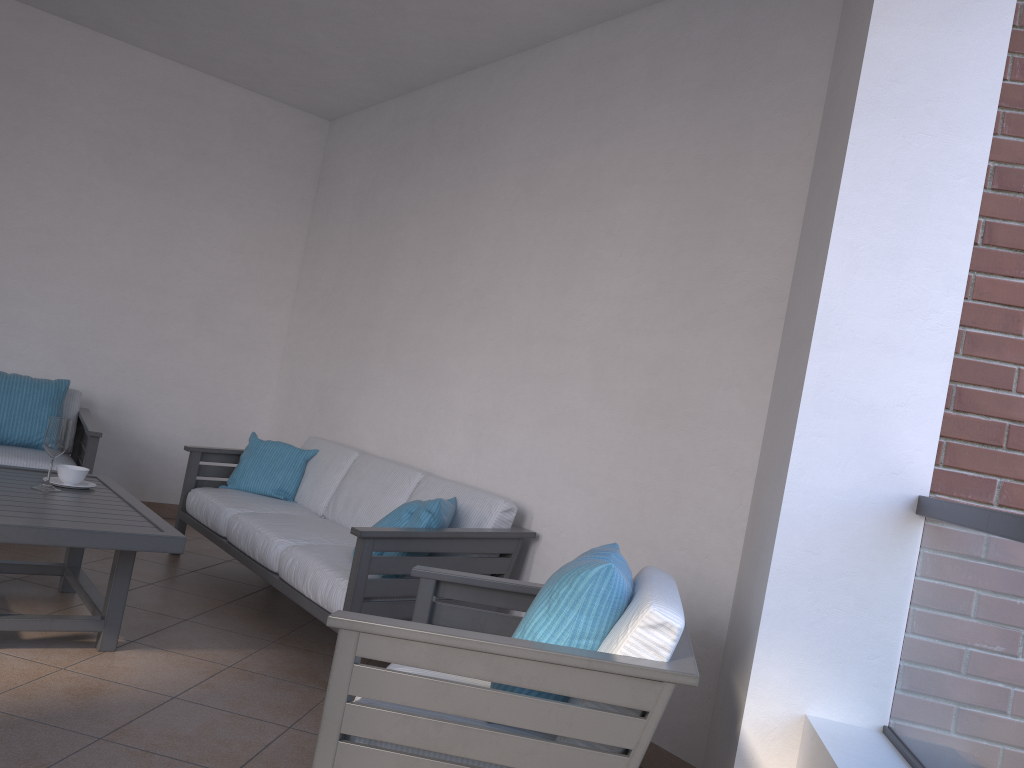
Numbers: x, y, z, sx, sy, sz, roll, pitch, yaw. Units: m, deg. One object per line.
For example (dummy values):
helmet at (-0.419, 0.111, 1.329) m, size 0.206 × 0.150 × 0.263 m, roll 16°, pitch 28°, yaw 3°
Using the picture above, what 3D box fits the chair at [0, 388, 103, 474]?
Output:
chair at (-2.758, 0.369, 4.849) m, size 0.797 × 0.765 × 0.807 m, roll 12°, pitch -2°, yaw -31°

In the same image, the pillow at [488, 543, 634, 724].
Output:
pillow at (0.139, 0.617, 2.262) m, size 0.316 × 0.426 × 0.510 m, roll 11°, pitch -2°, yaw 6°

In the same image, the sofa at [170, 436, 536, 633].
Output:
sofa at (-0.900, 0.710, 4.266) m, size 0.807 × 0.765 × 2.161 m, roll 12°, pitch -2°, yaw -36°

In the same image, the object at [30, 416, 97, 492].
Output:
object at (-1.822, 0.276, 3.614) m, size 0.203 × 0.284 × 0.337 m, roll 11°, pitch -2°, yaw 14°

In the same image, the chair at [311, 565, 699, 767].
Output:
chair at (0.002, 0.815, 2.274) m, size 0.807 × 0.765 × 0.797 m, roll 11°, pitch -2°, yaw 9°

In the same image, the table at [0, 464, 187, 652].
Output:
table at (-1.821, 0.647, 3.365) m, size 0.710 × 0.473 × 1.260 m, roll 12°, pitch -2°, yaw -36°

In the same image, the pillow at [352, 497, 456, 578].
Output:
pillow at (-0.451, 0.603, 3.640) m, size 0.377 × 0.370 × 0.543 m, roll 11°, pitch -2°, yaw 4°
